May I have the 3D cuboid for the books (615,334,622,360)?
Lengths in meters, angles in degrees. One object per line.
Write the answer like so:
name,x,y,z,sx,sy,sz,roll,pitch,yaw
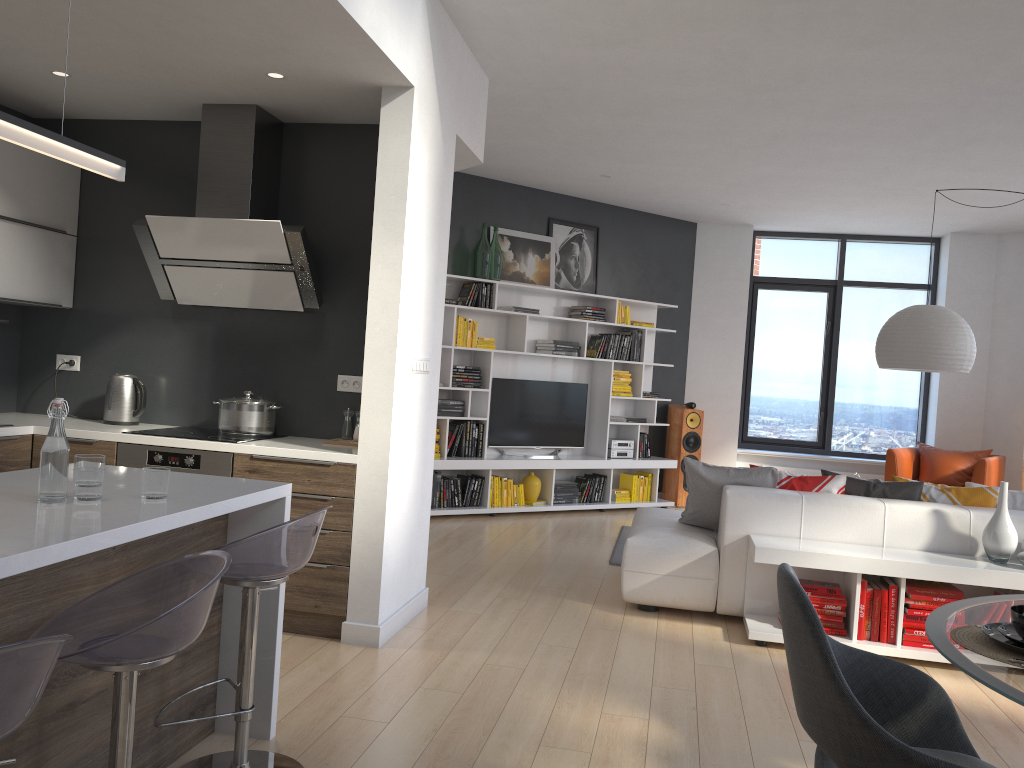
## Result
books,0.977,-0.364,8.697,0.066,0.260,0.197,3,1,-34

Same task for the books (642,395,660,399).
books,1.357,0.126,8.949,0.213,0.023,0.161,3,1,-31

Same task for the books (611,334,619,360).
books,0.949,-0.361,8.677,0.084,0.249,0.191,3,1,-34

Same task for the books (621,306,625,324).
books,1.044,-0.671,8.674,0.054,0.180,0.132,3,1,-34

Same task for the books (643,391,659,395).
books,1.351,0.087,8.964,0.213,0.023,0.161,3,1,-31

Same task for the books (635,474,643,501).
books,1.228,1.030,8.849,0.035,0.250,0.185,3,1,-34

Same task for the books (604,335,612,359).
books,0.891,-0.359,8.608,0.069,0.242,0.172,3,1,-33

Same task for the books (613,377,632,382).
books,1.037,-0.047,8.799,0.239,0.033,0.176,3,1,-31

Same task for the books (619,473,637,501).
books,1.147,1.022,8.797,0.044,0.255,0.198,3,1,-34

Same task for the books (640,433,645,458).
books,1.276,0.616,8.933,0.050,0.242,0.169,3,1,-35

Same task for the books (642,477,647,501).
books,1.273,1.040,8.878,0.024,0.234,0.172,3,1,-34

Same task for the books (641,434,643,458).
books,1.253,0.618,8.927,0.049,0.236,0.170,3,1,-34

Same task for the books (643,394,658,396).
books,1.356,0.107,8.951,0.198,0.015,0.142,3,1,-36

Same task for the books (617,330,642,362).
books,1.162,-0.379,8.853,0.128,0.321,0.259,3,1,-34

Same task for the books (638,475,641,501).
books,1.205,1.028,8.836,0.019,0.251,0.180,3,1,-34

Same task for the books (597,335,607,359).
books,0.821,-0.360,8.592,0.096,0.234,0.187,3,1,-34

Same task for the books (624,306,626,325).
books,1.065,-0.669,8.680,0.044,0.178,0.128,3,1,-35

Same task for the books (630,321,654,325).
books,1.256,-0.609,8.878,0.257,0.024,0.203,3,1,-31

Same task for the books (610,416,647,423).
books,1.157,0.353,8.882,0.310,0.047,0.250,3,1,-39

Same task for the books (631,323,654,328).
books,1.261,-0.582,8.873,0.257,0.028,0.194,4,1,-29

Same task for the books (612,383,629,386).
books,1.024,-0.002,8.774,0.217,0.023,0.145,4,1,-30

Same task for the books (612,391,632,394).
books,1.027,0.077,8.783,0.257,0.024,0.203,3,1,-31

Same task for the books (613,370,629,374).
books,1.024,-0.123,8.811,0.223,0.023,0.163,4,1,-30

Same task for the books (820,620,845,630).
books,1.542,1.190,4.514,0.259,0.034,0.206,4,1,14

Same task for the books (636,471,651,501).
books,1.314,1.025,8.917,0.029,0.270,0.204,3,1,-34

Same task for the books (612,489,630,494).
books,1.042,1.056,8.731,0.186,0.026,0.138,3,1,-34

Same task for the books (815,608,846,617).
books,1.547,1.135,4.512,0.257,0.025,0.182,4,1,11

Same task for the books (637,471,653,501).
books,1.331,1.026,8.939,0.025,0.270,0.213,3,1,-34

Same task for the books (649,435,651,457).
books,1.331,0.623,9.015,0.077,0.233,0.179,3,1,-34

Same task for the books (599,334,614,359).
books,0.896,-0.366,8.642,0.075,0.254,0.192,3,1,-35

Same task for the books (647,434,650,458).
books,1.322,0.619,8.969,0.066,0.242,0.177,3,1,-35

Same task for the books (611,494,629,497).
books,1.053,1.092,8.708,0.169,0.018,0.113,3,1,-33

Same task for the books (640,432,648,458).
books,1.293,0.612,8.959,0.066,0.255,0.193,3,1,-35

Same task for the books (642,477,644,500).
books,1.251,1.037,8.868,0.023,0.239,0.169,3,1,-34

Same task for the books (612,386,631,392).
books,1.027,0.044,8.787,0.243,0.042,0.189,3,1,-34

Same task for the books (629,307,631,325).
books,1.112,-0.670,8.726,0.044,0.184,0.142,3,1,-34

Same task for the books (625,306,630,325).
books,1.098,-0.670,8.706,0.064,0.184,0.141,3,1,-33

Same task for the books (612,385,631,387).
books,1.019,0.015,8.796,0.251,0.014,0.189,3,1,-31

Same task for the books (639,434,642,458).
books,1.229,0.616,8.919,0.053,0.240,0.189,3,1,-34

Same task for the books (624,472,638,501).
books,1.171,1.022,8.816,0.015,0.263,0.199,3,1,-34

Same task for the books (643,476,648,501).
books,1.292,1.042,8.896,0.024,0.234,0.172,3,1,-34

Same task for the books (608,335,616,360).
books,0.921,-0.358,8.653,0.068,0.243,0.179,3,1,-36

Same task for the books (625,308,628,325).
books,1.086,-0.658,8.681,0.046,0.161,0.108,3,1,-35

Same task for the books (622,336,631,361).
books,1.068,-0.354,8.756,0.084,0.249,0.191,3,1,-34

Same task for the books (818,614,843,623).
books,1.533,1.159,4.507,0.266,0.026,0.187,4,1,16

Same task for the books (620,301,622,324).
books,1.008,-0.696,8.675,0.054,0.224,0.164,3,1,-35

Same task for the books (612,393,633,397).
books,1.032,0.104,8.778,0.257,0.028,0.194,4,1,-29

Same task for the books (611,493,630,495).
books,1.050,1.076,8.723,0.187,0.014,0.134,3,1,-34

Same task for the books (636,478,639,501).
books,1.197,1.041,8.809,0.024,0.229,0.156,3,1,-35

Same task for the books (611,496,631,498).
books,1.045,1.105,8.727,0.196,0.011,0.148,3,1,-34

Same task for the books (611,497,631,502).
books,1.045,1.128,8.723,0.190,0.033,0.147,3,1,-34

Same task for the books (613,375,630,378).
books,1.033,-0.076,8.797,0.227,0.022,0.160,4,1,-19

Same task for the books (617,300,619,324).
books,0.979,-0.699,8.622,0.041,0.229,0.161,3,1,-36

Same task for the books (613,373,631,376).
books,1.043,-0.098,8.798,0.223,0.023,0.163,4,1,-30

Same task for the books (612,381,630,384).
books,1.025,-0.022,8.795,0.239,0.019,0.171,3,1,-34
